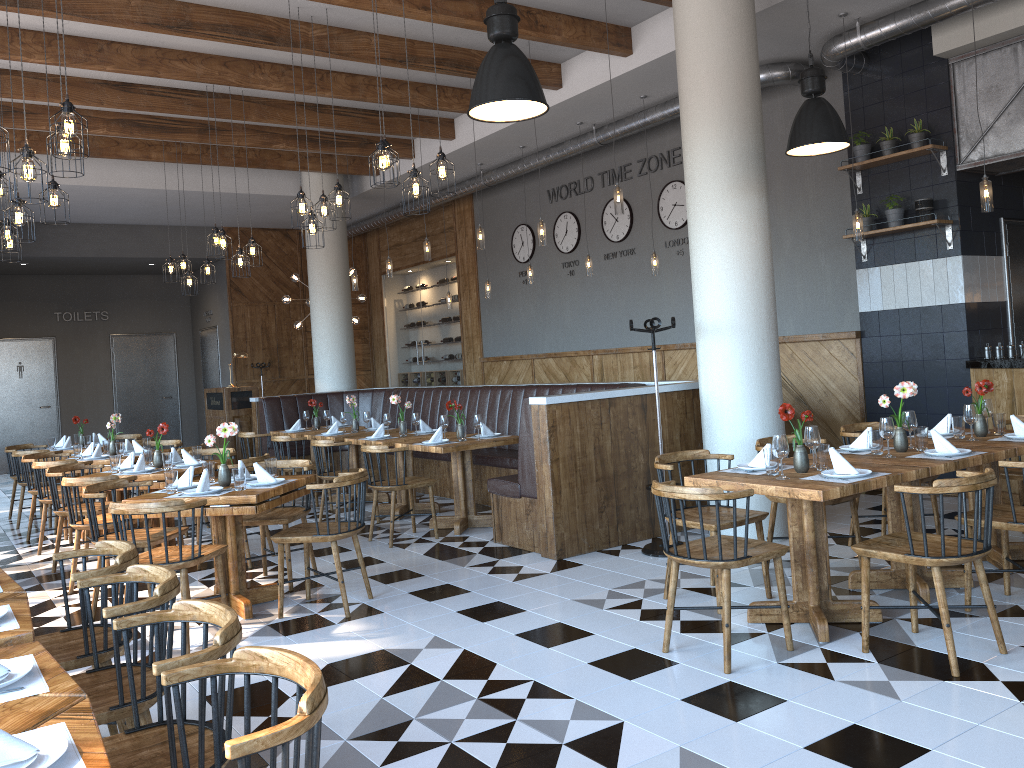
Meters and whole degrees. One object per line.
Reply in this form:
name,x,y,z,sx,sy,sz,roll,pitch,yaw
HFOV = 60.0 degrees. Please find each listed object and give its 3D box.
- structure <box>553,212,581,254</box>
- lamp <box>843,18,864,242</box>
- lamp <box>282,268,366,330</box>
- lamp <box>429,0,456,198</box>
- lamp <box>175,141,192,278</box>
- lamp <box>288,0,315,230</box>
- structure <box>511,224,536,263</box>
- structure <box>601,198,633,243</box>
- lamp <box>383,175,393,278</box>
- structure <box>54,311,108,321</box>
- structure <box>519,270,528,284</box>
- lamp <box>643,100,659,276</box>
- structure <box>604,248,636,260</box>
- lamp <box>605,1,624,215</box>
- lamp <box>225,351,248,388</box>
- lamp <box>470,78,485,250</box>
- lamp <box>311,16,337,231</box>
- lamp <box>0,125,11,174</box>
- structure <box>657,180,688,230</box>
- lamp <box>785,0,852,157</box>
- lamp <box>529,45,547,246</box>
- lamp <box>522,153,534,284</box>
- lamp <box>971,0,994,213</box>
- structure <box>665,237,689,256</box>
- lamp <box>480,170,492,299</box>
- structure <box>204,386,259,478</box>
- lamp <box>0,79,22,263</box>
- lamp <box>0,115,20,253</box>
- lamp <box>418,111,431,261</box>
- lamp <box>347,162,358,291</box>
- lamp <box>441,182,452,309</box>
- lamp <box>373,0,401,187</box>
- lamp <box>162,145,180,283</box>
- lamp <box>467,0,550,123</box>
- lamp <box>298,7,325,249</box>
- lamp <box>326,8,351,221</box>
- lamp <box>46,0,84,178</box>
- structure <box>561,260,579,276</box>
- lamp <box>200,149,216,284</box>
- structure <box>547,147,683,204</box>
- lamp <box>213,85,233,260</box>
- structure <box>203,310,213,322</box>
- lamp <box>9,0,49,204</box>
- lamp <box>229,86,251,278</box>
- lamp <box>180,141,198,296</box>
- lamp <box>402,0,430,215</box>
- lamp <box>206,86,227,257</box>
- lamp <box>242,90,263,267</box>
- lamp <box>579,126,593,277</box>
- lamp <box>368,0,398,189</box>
structure,0.734,-2.028,11.874,0.046,0.561,0.560,-3,0,-34
lamp,2.773,-2.148,7.258,0.078,1.965,0.078,-4,-1,-2
lamp,-3.070,-1.758,14.441,1.185,2.193,1.162,-4,0,17
lamp,-0.540,-2.333,6.116,0.175,2.072,0.175,-4,-1,41
lamp,-4.111,-2.334,10.942,0.175,2.072,0.175,-4,-1,9
lamp,-1.741,-2.281,7.112,0.175,2.072,0.175,-4,-1,-7
structure,0.162,-2.014,12.719,0.046,0.561,0.560,-3,0,-34
structure,1.307,-2.042,11.029,0.046,0.561,0.560,-3,0,-34
lamp,-1.583,-2.305,11.041,0.078,1.965,0.078,-5,-1,42
structure,-8.001,-1.256,16.468,0.917,0.166,0.035,-5,0,-34
structure,0.198,-1.529,12.729,0.021,0.197,0.305,-3,1,-34
lamp,1.431,-2.111,9.240,0.078,1.965,0.078,-4,-1,6
structure,1.342,-1.616,11.037,0.021,0.080,0.582,-3,1,-34
lamp,0.839,-2.407,7.464,0.078,1.965,0.078,-4,-1,31
lamp,-3.755,-0.062,12.084,0.170,0.757,0.445,-4,0,31
lamp,-0.384,-2.385,9.268,0.078,1.965,0.078,-4,-1,-15
lamp,-1.653,-2.343,7.538,0.175,2.072,0.175,-4,-1,15
lamp,-2.766,-2.139,4.601,0.175,2.072,0.175,-4,-1,8
structure,1.880,-2.056,10.184,0.046,0.561,0.560,-3,0,-34
lamp,1.827,-2.376,5.482,0.390,1.866,0.391,-4,-1,33
lamp,0.225,-2.286,8.380,0.078,1.965,0.078,-4,-1,6
lamp,0.171,-2.228,11.085,0.078,1.965,0.078,-4,-1,1
lamp,3.358,-2.220,6.390,0.078,1.965,0.078,-5,-1,42
structure,1.924,-1.570,10.183,0.021,0.200,0.442,-3,1,-34
lamp,-0.377,-2.130,11.901,0.078,1.965,0.078,-5,-1,42
structure,-3.808,0.689,12.333,0.646,1.301,1.044,-4,0,-34
lamp,-4.667,-2.159,8.143,0.175,2.072,0.175,-4,-1,39
lamp,-4.584,-2.215,7.954,0.175,2.072,0.175,-3,-1,-40
lamp,-1.035,-2.403,10.225,0.078,1.965,0.078,-4,-1,1
lamp,-2.167,-2.233,11.910,0.078,1.965,0.078,-4,-1,-2
lamp,-0.961,-2.058,12.770,0.078,1.965,0.078,-4,-1,-2
lamp,-0.924,-2.407,6.103,0.175,2.072,0.175,-4,-1,-16
lamp,-4.193,-2.266,10.752,0.175,2.072,0.175,-4,-1,-2
lamp,-0.080,-2.211,4.185,0.390,1.866,0.391,-4,-1,43
lamp,-1.707,-2.159,7.330,0.175,2.072,0.175,-4,-1,26
lamp,-1.502,-2.406,7.400,0.175,2.072,0.175,-4,-1,26
lamp,-2.570,-2.207,4.988,0.175,2.072,0.175,-4,-1,31
structure,0.784,-1.543,11.864,0.021,0.200,0.368,-3,1,-34
lamp,-3.759,-2.253,10.790,0.175,2.072,0.175,-4,-1,-24
structure,1.259,-2.588,11.065,0.033,0.199,2.725,-3,1,-34
lamp,-2.981,-2.296,8.976,0.175,2.072,0.175,-4,-1,28
structure,-5.672,-1.266,16.550,0.025,0.197,0.564,-3,1,-34
lamp,-2.676,-2.020,4.805,0.175,2.072,0.175,-5,-1,42
lamp,-2.861,-2.135,9.159,0.175,2.072,0.175,-4,-1,39
lamp,-3.967,-2.107,10.747,0.175,2.072,0.175,-4,-1,9
lamp,-0.709,-2.187,5.982,0.175,2.072,0.175,-4,-1,-16
lamp,-3.107,-2.349,9.146,0.175,2.072,0.175,-4,-1,39
lamp,-2.797,-2.276,9.371,0.175,2.072,0.175,-4,-1,6
lamp,0.822,-2.210,10.128,0.078,1.965,0.078,-3,-1,-27
lamp,-0.916,-2.345,5.894,0.175,2.072,0.175,-3,-1,-27
